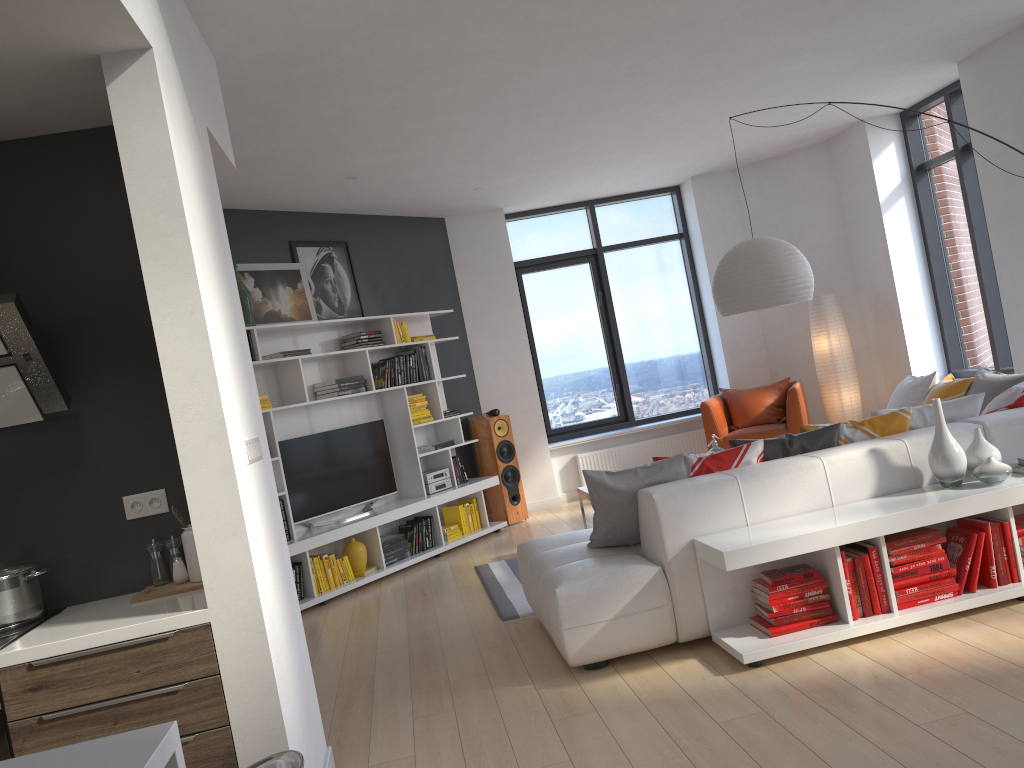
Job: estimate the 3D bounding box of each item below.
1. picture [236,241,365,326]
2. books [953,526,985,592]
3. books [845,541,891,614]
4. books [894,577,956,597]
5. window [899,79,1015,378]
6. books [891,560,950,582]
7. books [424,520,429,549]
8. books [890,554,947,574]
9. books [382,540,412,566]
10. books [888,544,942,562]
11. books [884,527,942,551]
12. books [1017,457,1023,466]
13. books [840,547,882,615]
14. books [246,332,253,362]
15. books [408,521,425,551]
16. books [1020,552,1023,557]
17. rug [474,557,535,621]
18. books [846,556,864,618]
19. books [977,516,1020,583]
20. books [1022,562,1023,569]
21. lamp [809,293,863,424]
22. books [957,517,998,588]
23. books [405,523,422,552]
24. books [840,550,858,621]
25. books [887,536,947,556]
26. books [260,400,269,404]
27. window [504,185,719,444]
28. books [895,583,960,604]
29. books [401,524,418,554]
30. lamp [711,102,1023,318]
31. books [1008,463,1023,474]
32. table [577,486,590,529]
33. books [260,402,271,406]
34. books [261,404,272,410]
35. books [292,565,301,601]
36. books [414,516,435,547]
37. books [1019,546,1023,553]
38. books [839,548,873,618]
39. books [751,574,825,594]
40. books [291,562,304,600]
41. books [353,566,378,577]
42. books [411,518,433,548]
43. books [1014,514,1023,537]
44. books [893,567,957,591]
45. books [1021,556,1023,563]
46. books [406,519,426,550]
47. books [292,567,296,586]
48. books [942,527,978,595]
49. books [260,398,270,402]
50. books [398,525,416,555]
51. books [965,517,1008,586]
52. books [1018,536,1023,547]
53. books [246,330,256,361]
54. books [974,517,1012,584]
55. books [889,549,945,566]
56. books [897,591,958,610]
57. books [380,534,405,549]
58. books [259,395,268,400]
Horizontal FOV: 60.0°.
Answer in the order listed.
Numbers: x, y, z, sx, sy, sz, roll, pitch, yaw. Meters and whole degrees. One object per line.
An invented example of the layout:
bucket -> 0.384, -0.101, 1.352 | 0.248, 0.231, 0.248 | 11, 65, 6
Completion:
picture -> -1.704, -0.801, 7.072 | 0.076, 0.707, 1.279 | -11, 1, 37
books -> 1.969, 0.758, 3.858 | 0.115, 0.245, 0.192 | -11, 0, -8
books -> 1.528, 0.821, 3.819 | 0.049, 0.291, 0.214 | -11, 0, -8
books -> 1.734, 0.859, 3.825 | 0.266, 0.026, 0.187 | -11, 0, -8
window -> 3.833, -1.254, 7.249 | 0.170, 2.402, 1.310 | -11, 0, -8
books -> 1.715, 0.797, 3.861 | 0.279, 0.039, 0.206 | -11, 0, -7
books -> -0.773, 1.260, 7.394 | 0.179, 0.243, 0.068 | -11, 1, 36
books -> 1.709, 0.765, 3.844 | 0.261, 0.027, 0.191 | -11, 0, -12
books -> -1.013, 1.359, 7.113 | 0.277, 0.137, 0.343 | -11, 1, 32
books -> 1.690, 0.719, 3.846 | 0.257, 0.025, 0.182 | -11, 0, -8
books -> 1.680, 0.665, 3.847 | 0.259, 0.034, 0.206 | -11, 0, -11
books -> 2.403, 0.332, 3.926 | 0.238, 0.027, 0.188 | -11, 0, 6
books -> 1.498, 0.843, 3.810 | 0.042, 0.259, 0.195 | -11, 0, -8
books -> -1.951, -0.248, 6.382 | 0.169, 0.218, 0.038 | -11, 1, 37
books -> -0.787, 1.263, 7.342 | 0.172, 0.242, 0.069 | -10, 1, 38
books -> 2.326, 0.718, 3.923 | 0.236, 0.023, 0.178 | -11, 0, -8
rug -> 0.956, 1.135, 5.988 | 2.326, 0.016, 1.662 | -11, 0, -8
books -> 1.427, 0.858, 3.809 | 0.031, 0.255, 0.181 | -11, 0, -8
books -> 2.123, 0.718, 3.871 | 0.028, 0.269, 0.181 | -11, 0, -8
books -> 2.327, 0.767, 3.923 | 0.266, 0.026, 0.187 | -11, 0, -2
lamp -> 3.171, -0.090, 8.134 | 0.804, 1.550, 0.502 | -10, 1, 43
books -> 2.027, 0.732, 3.866 | 0.046, 0.282, 0.199 | -11, 0, -8
books -> -0.817, 1.272, 7.322 | 0.169, 0.233, 0.081 | -11, 1, 36
books -> 1.390, 0.848, 3.802 | 0.036, 0.294, 0.208 | -11, 0, -8
books -> 1.705, 0.691, 3.842 | 0.266, 0.026, 0.187 | -11, 0, -13
books -> -1.853, 0.145, 6.386 | 0.113, 0.018, 0.169 | -10, 1, 39
window -> 1.031, -0.734, 9.313 | 1.960, 2.402, 0.170 | -11, 0, -8
books -> 1.741, 0.885, 3.822 | 0.282, 0.030, 0.188 | -11, 0, -6
books -> -0.847, 1.279, 7.305 | 0.187, 0.234, 0.096 | -11, 1, 38
lamp -> 2.720, -0.535, 4.818 | 3.199, 2.647, 0.710 | -11, 1, 28
books -> 2.406, 0.358, 3.951 | 0.300, 0.026, 0.245 | -11, 0, -3
table -> 1.125, 0.875, 6.138 | 1.091, 0.435, 1.091 | -11, 0, -8
books -> -1.862, 0.161, 6.402 | 0.148, 0.011, 0.196 | -11, 1, 37
books -> -1.855, 0.182, 6.399 | 0.147, 0.033, 0.190 | -11, 1, 37
books -> -1.587, 1.419, 6.328 | 0.191, 0.249, 0.084 | -11, 1, 37
books -> -0.737, 1.242, 7.453 | 0.197, 0.260, 0.066 | -11, 1, 37
books -> 2.329, 0.691, 3.928 | 0.261, 0.027, 0.191 | -11, 0, -4
books -> 1.459, 0.851, 3.815 | 0.034, 0.259, 0.207 | -11, 0, -8
books -> 1.188, 0.848, 3.824 | 0.254, 0.025, 0.178 | -11, 0, -8
books -> -1.568, 1.411, 6.355 | 0.197, 0.260, 0.066 | -11, 1, 37
books -> -1.197, 1.452, 6.828 | 0.270, 0.029, 0.204 | -11, 1, 22
books -> -0.756, 1.251, 7.426 | 0.191, 0.249, 0.084 | -11, 1, 37
books -> 2.303, 0.626, 3.967 | 0.301, 0.032, 0.227 | -11, 0, -8
books -> 1.728, 0.831, 3.861 | 0.301, 0.032, 0.227 | -11, 0, -8
books -> 2.331, 0.740, 3.932 | 0.257, 0.025, 0.182 | -11, 0, -8
books -> -0.796, 1.257, 7.376 | 0.192, 0.254, 0.075 | -11, 1, 36
books -> -1.600, 1.425, 6.291 | 0.179, 0.243, 0.071 | -11, 1, 36
books -> 1.928, 0.766, 3.859 | 0.144, 0.247, 0.188 | -11, 0, -7
books -> -1.864, 0.131, 6.400 | 0.134, 0.014, 0.187 | -11, 1, 37
books -> -0.863, 1.281, 7.276 | 0.182, 0.234, 0.104 | -11, 1, 37
books -> 2.063, 0.729, 3.887 | 0.038, 0.270, 0.215 | -11, 0, -8
books -> 2.319, 0.659, 3.944 | 0.279, 0.039, 0.206 | -11, 0, -9
books -> -1.930, -0.259, 6.400 | 0.174, 0.230, 0.019 | -11, 1, 37
books -> 2.095, 0.726, 3.882 | 0.028, 0.266, 0.188 | -11, 0, -8
books -> 1.713, 0.739, 3.841 | 0.236, 0.023, 0.178 | -11, 0, -8
books -> 1.742, 0.914, 3.839 | 0.274, 0.029, 0.200 | -11, 0, -8
books -> -1.051, 1.272, 7.121 | 0.250, 0.047, 0.310 | -11, 1, 33
books -> -1.880, 0.114, 6.405 | 0.138, 0.026, 0.186 | -11, 1, 37
